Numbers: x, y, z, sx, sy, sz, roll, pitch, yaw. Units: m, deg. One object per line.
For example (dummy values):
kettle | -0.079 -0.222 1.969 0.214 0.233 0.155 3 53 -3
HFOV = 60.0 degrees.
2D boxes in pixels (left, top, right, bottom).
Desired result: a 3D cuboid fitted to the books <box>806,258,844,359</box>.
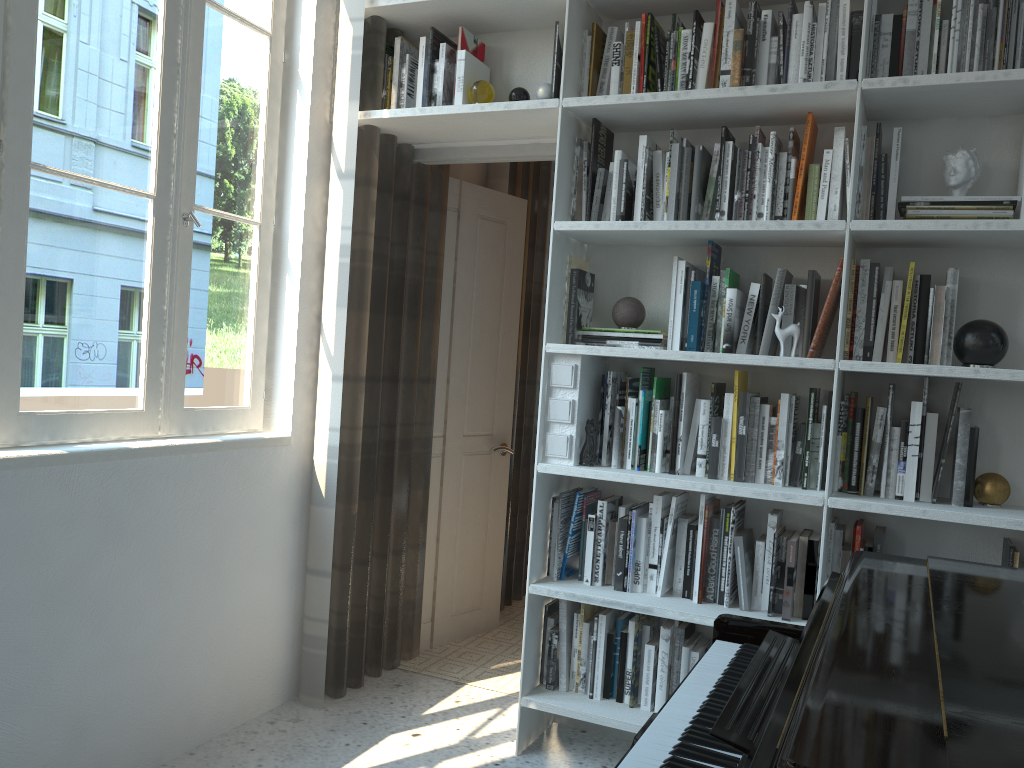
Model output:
books | 0.901 -0.204 2.518 0.082 0.276 0.228 5 2 24

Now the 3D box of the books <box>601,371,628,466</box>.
books | 0.328 0.108 2.819 0.014 0.294 0.171 5 2 24

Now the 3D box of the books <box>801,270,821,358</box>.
books | 0.870 -0.195 2.576 0.021 0.251 0.154 5 2 24

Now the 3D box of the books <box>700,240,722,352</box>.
books | 0.607 -0.258 2.701 0.011 0.336 0.153 5 2 24

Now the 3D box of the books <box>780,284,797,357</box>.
books | 0.815 -0.177 2.586 0.030 0.207 0.172 5 2 24

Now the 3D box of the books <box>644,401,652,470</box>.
books | 0.448 0.159 2.779 0.016 0.211 0.146 5 2 24

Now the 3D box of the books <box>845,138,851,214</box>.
books | 0.966 -0.560 2.539 0.036 0.257 0.123 5 2 24

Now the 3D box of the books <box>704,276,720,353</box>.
books | 0.624 -0.205 2.700 0.030 0.231 0.148 5 2 24

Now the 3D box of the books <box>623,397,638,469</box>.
books | 0.390 0.151 2.792 0.015 0.218 0.176 5 2 24

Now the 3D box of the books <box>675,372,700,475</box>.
books | 0.540 0.119 2.718 0.012 0.306 0.189 5 2 24

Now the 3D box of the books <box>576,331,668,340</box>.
books | 0.365 -0.151 2.800 0.285 0.012 0.159 5 2 28

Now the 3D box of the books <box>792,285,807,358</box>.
books | 0.845 -0.176 2.584 0.027 0.210 0.143 5 2 24

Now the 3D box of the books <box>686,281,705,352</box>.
books | 0.570 -0.196 2.681 0.029 0.208 0.189 5 2 24

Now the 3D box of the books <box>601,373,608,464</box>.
books | 0.317 0.109 2.832 0.016 0.290 0.152 5 2 24

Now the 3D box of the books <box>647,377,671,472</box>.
books | 0.456 0.123 2.740 0.007 0.286 0.182 5 2 24

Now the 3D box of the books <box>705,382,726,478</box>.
books | 0.616 0.137 2.684 0.014 0.282 0.150 5 2 24

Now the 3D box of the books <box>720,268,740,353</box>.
books | 0.654 -0.211 2.660 0.011 0.250 0.172 5 2 24

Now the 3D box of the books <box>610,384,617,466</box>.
books | 0.347 0.128 2.820 0.022 0.257 0.141 5 2 24

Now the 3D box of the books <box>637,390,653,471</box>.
books | 0.425 0.141 2.754 0.009 0.244 0.184 5 2 24

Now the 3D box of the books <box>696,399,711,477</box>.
books | 0.597 0.161 2.694 0.027 0.230 0.159 5 2 24

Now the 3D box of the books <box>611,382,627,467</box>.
books | 0.353 0.125 2.796 0.007 0.264 0.176 5 2 24

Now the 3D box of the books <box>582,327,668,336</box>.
books | 0.369 -0.163 2.806 0.254 0.012 0.161 4 1 25

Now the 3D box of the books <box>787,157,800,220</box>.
books | 0.825 -0.543 2.592 0.013 0.203 0.161 5 2 24

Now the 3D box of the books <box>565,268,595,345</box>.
books | 0.221 -0.242 2.864 0.028 0.243 0.156 5 2 24

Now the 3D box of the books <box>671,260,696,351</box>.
books | 0.529 -0.233 2.723 0.024 0.273 0.150 5 2 24

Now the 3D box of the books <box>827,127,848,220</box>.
books | 0.937 -0.576 2.551 0.027 0.286 0.148 5 2 24

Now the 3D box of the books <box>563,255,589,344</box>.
books | 0.209 -0.264 2.880 0.012 0.285 0.159 5 2 24

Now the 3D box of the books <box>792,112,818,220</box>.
books | 0.852 -0.602 2.580 0.035 0.326 0.170 5 2 24

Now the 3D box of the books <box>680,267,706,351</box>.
books | 0.556 -0.222 2.719 0.031 0.255 0.143 5 2 24

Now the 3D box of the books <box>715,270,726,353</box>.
books | 0.646 -0.212 2.683 0.022 0.249 0.129 5 2 24

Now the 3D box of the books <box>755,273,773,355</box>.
books | 0.750 -0.200 2.639 0.013 0.242 0.141 5 2 24

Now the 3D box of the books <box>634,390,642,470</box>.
books | 0.421 0.141 2.772 0.014 0.243 0.171 5 2 24

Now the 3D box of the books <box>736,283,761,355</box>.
books | 0.718 -0.189 2.654 0.056 0.214 0.142 5 2 24

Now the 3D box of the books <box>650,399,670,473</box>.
books | 0.467 0.157 2.742 0.015 0.219 0.190 5 2 24

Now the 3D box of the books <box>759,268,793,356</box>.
books | 0.778 -0.204 2.610 0.060 0.255 0.158 5 2 24

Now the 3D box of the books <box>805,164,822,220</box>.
books | 0.878 -0.529 2.572 0.030 0.183 0.151 5 2 24

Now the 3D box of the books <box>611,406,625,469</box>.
books | 0.356 0.163 2.778 0.019 0.189 0.193 5 2 24

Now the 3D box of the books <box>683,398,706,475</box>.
books | 0.571 0.159 2.724 0.045 0.230 0.138 5 2 24

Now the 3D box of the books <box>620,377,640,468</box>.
books | 0.379 0.119 2.789 0.008 0.280 0.164 5 2 24

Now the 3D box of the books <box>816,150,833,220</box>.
books | 0.907 -0.547 2.560 0.031 0.223 0.144 5 2 24

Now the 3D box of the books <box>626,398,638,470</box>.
books | 0.398 0.153 2.774 0.015 0.217 0.180 5 2 24

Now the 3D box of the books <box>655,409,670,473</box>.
books | 0.478 0.173 2.732 0.016 0.189 0.183 5 2 24

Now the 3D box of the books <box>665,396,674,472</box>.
books | 0.509 0.154 2.756 0.016 0.231 0.136 5 2 24

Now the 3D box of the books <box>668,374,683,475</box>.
books | 0.521 0.121 2.713 0.019 0.300 0.180 5 2 24

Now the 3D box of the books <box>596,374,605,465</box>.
books | 0.307 0.111 2.839 0.008 0.285 0.159 5 2 24

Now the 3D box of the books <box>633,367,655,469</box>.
books | 0.415 0.105 2.776 0.006 0.315 0.145 5 2 24

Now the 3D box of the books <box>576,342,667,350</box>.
books | 0.364 -0.115 2.804 0.285 0.012 0.159 5 2 27

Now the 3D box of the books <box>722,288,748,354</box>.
books | 0.665 -0.180 2.641 0.029 0.190 0.189 5 2 24

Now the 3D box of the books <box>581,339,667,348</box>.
books | 0.366 -0.127 2.807 0.254 0.012 0.161 4 1 25

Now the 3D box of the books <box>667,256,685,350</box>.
books | 0.513 -0.240 2.731 0.012 0.285 0.159 5 2 24

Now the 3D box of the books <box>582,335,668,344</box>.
books | 0.366 -0.139 2.803 0.254 0.012 0.161 4 1 21
